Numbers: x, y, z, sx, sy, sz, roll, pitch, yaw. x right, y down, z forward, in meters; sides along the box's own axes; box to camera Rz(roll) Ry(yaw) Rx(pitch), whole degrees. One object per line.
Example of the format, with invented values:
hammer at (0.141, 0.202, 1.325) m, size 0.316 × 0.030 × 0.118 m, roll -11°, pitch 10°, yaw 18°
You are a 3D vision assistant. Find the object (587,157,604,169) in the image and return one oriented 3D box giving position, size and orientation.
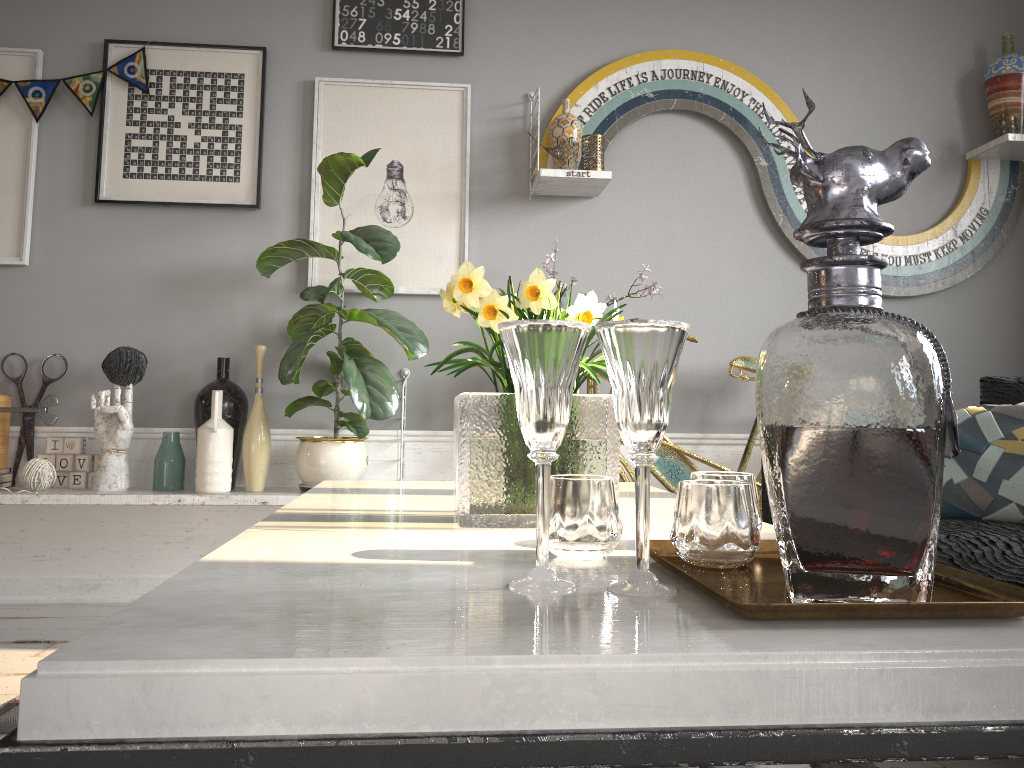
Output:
object at (0.306, -0.785, 3.250) m, size 0.062 × 0.082 × 0.062 m, roll 3°, pitch -5°, yaw -30°

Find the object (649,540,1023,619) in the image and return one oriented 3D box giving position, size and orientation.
object at (0.264, 0.168, 0.784) m, size 0.246 × 0.015 × 0.316 m, roll 1°, pitch -2°, yaw -5°

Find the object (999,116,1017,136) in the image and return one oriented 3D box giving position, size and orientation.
object at (1.873, -0.962, 3.339) m, size 0.060 × 0.079 × 0.059 m, roll 2°, pitch -5°, yaw -17°

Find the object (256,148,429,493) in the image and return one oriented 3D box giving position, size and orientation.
object at (-0.576, -0.212, 3.019) m, size 0.566 × 1.158 × 0.414 m, roll -3°, pitch -6°, yaw 34°

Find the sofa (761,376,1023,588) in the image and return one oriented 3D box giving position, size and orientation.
sofa at (1.317, 0.346, 1.771) m, size 0.970 × 0.802 × 2.329 m, roll 1°, pitch -2°, yaw -6°

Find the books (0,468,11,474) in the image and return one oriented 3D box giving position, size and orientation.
books at (-1.881, 0.287, 2.883) m, size 0.379 × 0.017 × 0.228 m, roll 1°, pitch -2°, yaw -8°

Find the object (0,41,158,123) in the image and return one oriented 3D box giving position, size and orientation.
object at (-1.734, -1.095, 3.183) m, size 0.914 × 0.342 × 0.057 m, roll 1°, pitch -6°, yaw -6°

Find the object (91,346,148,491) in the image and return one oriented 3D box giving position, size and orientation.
object at (-1.318, 0.114, 2.965) m, size 0.155 × 0.486 × 0.135 m, roll 1°, pitch -6°, yaw -6°

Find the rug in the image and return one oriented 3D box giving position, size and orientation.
rug at (-0.178, 0.693, 1.408) m, size 1.769 × 0.034 × 2.514 m, roll 1°, pitch -2°, yaw -5°

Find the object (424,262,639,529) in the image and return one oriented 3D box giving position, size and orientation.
object at (0.033, 0.015, 1.265) m, size 0.325 × 0.353 × 0.350 m, roll 1°, pitch -4°, yaw -3°

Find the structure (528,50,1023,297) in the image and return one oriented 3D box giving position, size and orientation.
structure at (1.076, -0.824, 3.312) m, size 2.021 × 0.962 × 0.265 m, roll 1°, pitch -6°, yaw -5°

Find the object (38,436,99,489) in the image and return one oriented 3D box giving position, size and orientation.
object at (-1.485, 0.268, 3.027) m, size 0.265 × 0.174 × 0.078 m, roll 1°, pitch -5°, yaw 0°

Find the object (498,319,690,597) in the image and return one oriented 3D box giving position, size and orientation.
object at (0.070, 0.061, 0.765) m, size 0.167 × 0.228 × 0.082 m, roll 0°, pitch -5°, yaw 6°

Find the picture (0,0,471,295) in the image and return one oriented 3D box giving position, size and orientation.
picture at (-3.601, -0.984, 0.997) m, size 7.290 × 1.806 × 4.019 m, roll 1°, pitch -3°, yaw -5°

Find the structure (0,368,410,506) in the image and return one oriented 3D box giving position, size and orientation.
structure at (-1.743, 0.160, 2.934) m, size 2.775 × 0.490 × 0.306 m, roll 1°, pitch -5°, yaw -5°

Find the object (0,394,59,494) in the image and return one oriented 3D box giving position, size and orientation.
object at (-1.758, 0.131, 2.906) m, size 0.545 × 0.443 × 0.237 m, roll 1°, pitch -5°, yaw -5°

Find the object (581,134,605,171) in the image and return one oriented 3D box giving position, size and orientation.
object at (0.290, -0.816, 3.173) m, size 0.086 × 0.140 × 0.085 m, roll 2°, pitch -5°, yaw -13°

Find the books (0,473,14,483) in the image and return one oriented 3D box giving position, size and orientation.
books at (-1.878, 0.309, 2.871) m, size 0.384 × 0.029 × 0.259 m, roll 1°, pitch -2°, yaw -5°

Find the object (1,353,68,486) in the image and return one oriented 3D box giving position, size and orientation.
object at (-1.665, 0.124, 3.061) m, size 0.221 × 0.466 × 0.019 m, roll 1°, pitch -6°, yaw -5°

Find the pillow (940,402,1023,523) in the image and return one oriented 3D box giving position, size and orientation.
pillow at (1.207, 0.187, 2.400) m, size 0.443 × 0.364 × 0.795 m, roll 2°, pitch -3°, yaw -23°

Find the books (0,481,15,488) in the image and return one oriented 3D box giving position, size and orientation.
books at (-1.866, 0.334, 2.875) m, size 0.368 × 0.021 × 0.295 m, roll 1°, pitch -2°, yaw -11°

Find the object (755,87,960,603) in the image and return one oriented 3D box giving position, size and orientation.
object at (0.284, -0.035, 0.743) m, size 0.156 × 0.420 × 0.147 m, roll -1°, pitch -6°, yaw 14°

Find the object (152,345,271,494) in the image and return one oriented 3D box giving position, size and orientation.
object at (-1.003, 0.114, 2.979) m, size 0.331 × 0.491 × 0.285 m, roll -4°, pitch -7°, yaw 45°

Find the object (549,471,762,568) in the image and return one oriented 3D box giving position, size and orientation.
object at (0.194, 0.140, 0.899) m, size 0.279 × 0.088 × 0.245 m, roll 2°, pitch -3°, yaw -27°

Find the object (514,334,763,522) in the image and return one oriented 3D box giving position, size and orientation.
object at (0.668, 0.290, 3.094) m, size 1.625 × 0.976 × 0.424 m, roll 1°, pitch -5°, yaw -14°

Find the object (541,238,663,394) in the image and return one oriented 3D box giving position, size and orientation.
object at (0.276, -0.196, 3.084) m, size 0.488 × 0.645 × 0.252 m, roll 0°, pitch -5°, yaw 12°

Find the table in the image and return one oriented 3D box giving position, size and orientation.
table at (0.003, 0.447, 1.224) m, size 0.732 × 0.514 × 1.449 m, roll 1°, pitch -2°, yaw -5°

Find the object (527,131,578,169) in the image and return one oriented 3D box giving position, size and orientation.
object at (0.145, -0.830, 3.147) m, size 0.197 × 0.167 × 0.060 m, roll -1°, pitch -6°, yaw 28°
